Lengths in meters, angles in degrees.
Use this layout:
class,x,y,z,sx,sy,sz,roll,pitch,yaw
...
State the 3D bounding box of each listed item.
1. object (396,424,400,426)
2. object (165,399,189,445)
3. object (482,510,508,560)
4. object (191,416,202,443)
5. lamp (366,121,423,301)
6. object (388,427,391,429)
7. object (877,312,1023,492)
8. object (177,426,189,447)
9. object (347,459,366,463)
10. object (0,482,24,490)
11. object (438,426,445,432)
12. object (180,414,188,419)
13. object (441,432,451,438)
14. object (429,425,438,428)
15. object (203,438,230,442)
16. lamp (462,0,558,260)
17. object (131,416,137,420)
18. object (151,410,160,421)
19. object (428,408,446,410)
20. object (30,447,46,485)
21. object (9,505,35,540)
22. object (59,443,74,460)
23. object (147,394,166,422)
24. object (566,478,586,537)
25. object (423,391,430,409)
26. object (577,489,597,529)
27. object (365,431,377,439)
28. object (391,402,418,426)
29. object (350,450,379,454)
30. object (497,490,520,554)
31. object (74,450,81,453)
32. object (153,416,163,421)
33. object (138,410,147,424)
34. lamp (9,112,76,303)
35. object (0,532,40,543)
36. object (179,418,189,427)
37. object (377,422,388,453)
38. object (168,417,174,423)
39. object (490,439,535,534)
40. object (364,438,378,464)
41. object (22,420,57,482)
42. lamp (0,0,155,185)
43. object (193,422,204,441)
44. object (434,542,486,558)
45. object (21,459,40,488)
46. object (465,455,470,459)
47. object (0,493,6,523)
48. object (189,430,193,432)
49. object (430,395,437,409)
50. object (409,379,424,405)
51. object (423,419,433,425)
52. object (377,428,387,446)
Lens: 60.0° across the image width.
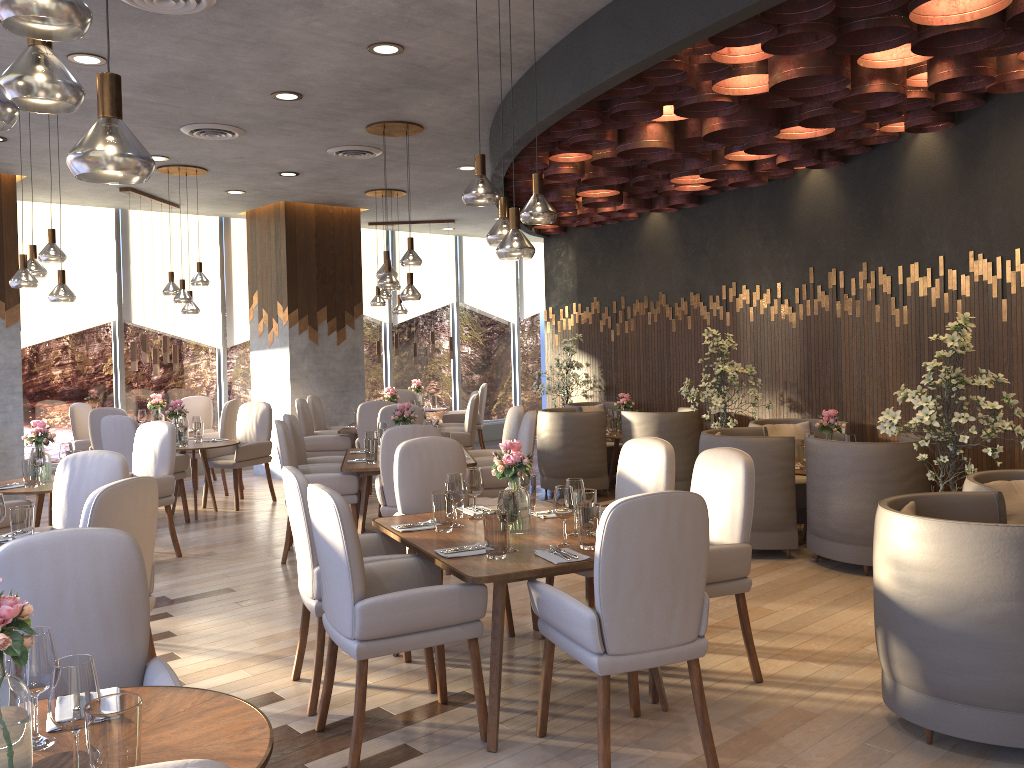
class,x,y,z,sx,sy,sz,roll,pitch,yaw
object,-0.902,0.418,7.221,0.092,0.244,0.092,-1,1,14
object,-3.107,0.350,8.212,0.210,0.415,0.198,-1,1,6
object,-0.063,0.591,3.469,0.102,0.178,0.102,-2,1,-20
object,-2.964,0.427,8.333,0.092,0.244,0.092,-1,1,4
lamp,-0.888,-1.311,6.849,0.439,1.326,0.439,-2,1,-37
object,-0.983,0.449,7.294,0.102,0.178,0.102,-1,1,5
object,2.423,0.411,4.895,0.746,1.616,0.789,-1,1,25
object,-2.959,0.475,7.970,0.102,0.178,0.102,-1,1,29
object,-1.093,0.563,6.580,0.255,0.019,0.157,-2,2,-9
object,-3.259,0.659,5.752,0.157,0.019,0.255,0,3,31
object,-0.605,0.438,7.324,0.102,0.178,0.102,-2,1,-41
object,-3.597,0.417,9.696,0.102,0.178,0.102,-2,1,-39
object,-0.514,0.460,6.757,0.102,0.178,0.102,-1,1,9
object,-0.593,0.433,6.681,0.092,0.244,0.092,-1,1,40
object,-2.821,0.532,8.422,0.157,0.019,0.255,0,3,24
lamp,-0.022,-1.208,3.943,0.439,1.326,0.439,-2,1,-3
object,-4.063,0.439,9.468,0.102,0.178,0.102,-2,1,-3
object,-3.794,0.400,9.440,0.092,0.244,0.092,-1,1,22
object,-1.011,0.331,11.954,0.255,0.019,0.157,-2,2,-3
object,-3.111,0.539,5.819,0.092,0.244,0.092,-1,1,34
object,-2.157,0.630,3.907,0.102,0.178,0.102,-1,1,9
object,-3.048,0.527,6.070,0.092,0.244,0.092,-1,1,13
object,-3.847,0.309,9.608,0.210,0.415,0.198,-2,1,-29
object,0.274,0.534,3.835,0.092,0.244,0.092,-1,1,18
object,-1.157,0.219,12.038,0.092,0.244,0.092,-1,1,39
object,0.327,0.561,3.931,0.102,0.178,0.102,-2,1,-8
object,-1.106,0.465,6.996,0.102,0.178,0.102,-1,1,7
object,-0.835,0.349,6.867,0.210,0.415,0.198,-1,1,6
object,-1.178,0.541,7.146,0.255,0.019,0.157,-2,2,-9
object,-0.014,0.553,3.566,0.092,0.244,0.092,-1,1,39
object,-3.055,0.555,6.179,0.102,0.178,0.102,-2,1,-21
object,-3.731,0.435,9.349,0.102,0.178,0.102,-1,1,29
object,-3.976,0.401,9.532,0.092,0.244,0.092,-1,1,26
lamp,-3.145,-1.211,5.909,0.439,1.326,0.439,-2,1,-39
object,-2.332,0.706,4.099,0.157,0.019,0.255,-1,3,17
object,-2.987,0.438,8.076,0.092,0.244,0.092,-1,1,42
object,-1.031,0.427,7.074,0.092,0.244,0.092,-1,1,11
object,-3.691,0.389,9.637,0.092,0.244,0.092,-1,1,7
object,0.004,0.453,3.962,0.210,0.415,0.198,-2,1,-29
object,-1.022,0.488,6.429,0.102,0.178,0.102,-1,1,7
object,-3.195,0.448,6.004,0.210,0.415,0.198,-1,1,21
lamp,-0.973,-1.090,1.801,0.439,1.326,0.439,-2,1,-43
object,-2.988,0.455,8.440,0.102,0.178,0.102,-1,1,40
object,-0.175,0.668,3.591,0.255,0.019,0.157,-3,3,-26
object,-3.099,0.577,5.711,0.102,0.178,0.102,-2,1,-2
object,-0.441,0.545,6.607,0.255,0.019,0.157,-2,2,-7
object,-2.257,0.602,3.863,0.092,0.244,0.092,-2,1,-7
object,-3.559,0.503,9.534,0.255,0.019,0.157,-1,2,5
object,-1.072,0.246,12.108,0.102,0.178,0.102,-1,1,33
object,-1.272,0.144,11.870,0.210,0.415,0.198,-1,1,26
object,-0.684,0.411,7.247,0.092,0.244,0.092,-1,1,35
object,-0.946,0.450,6.507,0.092,0.244,0.092,-2,1,-29
